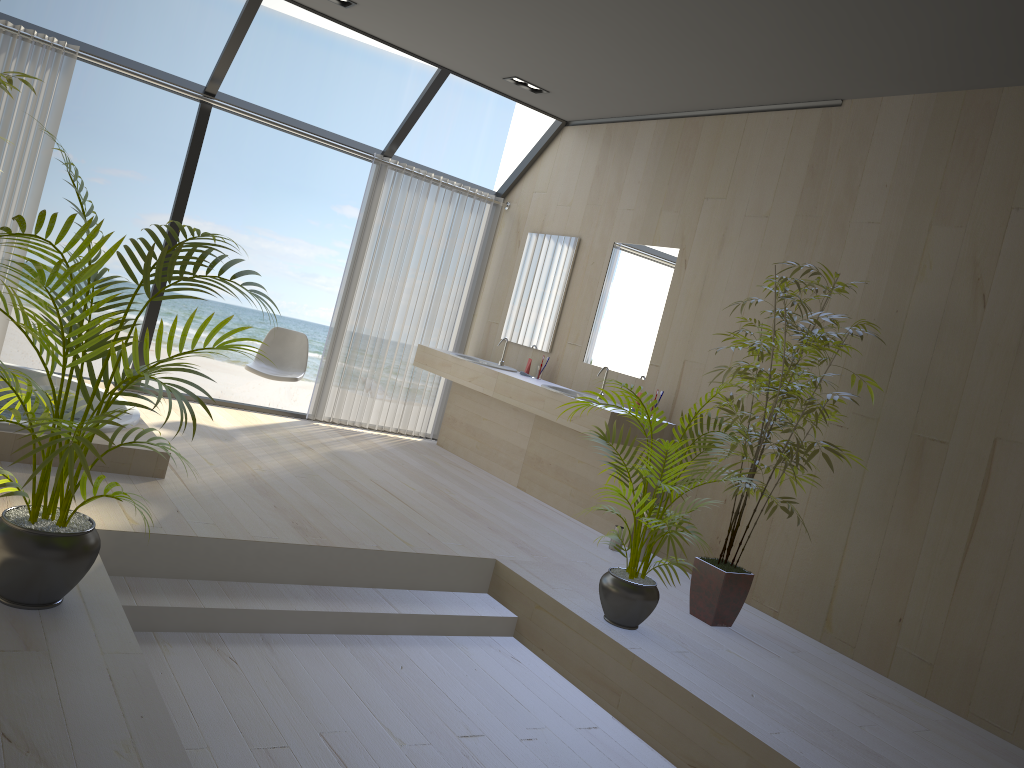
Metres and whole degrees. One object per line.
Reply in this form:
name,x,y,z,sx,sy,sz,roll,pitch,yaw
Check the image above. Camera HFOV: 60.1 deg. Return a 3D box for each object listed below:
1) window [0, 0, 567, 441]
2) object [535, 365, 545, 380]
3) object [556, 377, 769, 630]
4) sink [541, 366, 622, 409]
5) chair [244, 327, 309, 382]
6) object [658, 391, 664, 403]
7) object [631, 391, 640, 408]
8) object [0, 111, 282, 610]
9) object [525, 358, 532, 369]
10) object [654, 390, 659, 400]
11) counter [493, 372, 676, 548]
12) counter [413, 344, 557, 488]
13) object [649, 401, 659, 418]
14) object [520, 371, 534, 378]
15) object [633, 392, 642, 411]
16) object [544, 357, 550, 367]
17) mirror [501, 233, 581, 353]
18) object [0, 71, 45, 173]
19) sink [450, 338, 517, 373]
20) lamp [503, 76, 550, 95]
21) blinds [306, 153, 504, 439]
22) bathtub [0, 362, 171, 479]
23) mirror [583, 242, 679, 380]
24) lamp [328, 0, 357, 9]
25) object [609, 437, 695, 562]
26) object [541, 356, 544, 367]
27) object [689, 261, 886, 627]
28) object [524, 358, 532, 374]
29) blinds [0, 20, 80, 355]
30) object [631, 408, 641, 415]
window,-1.932,-1.213,5.951,4.530,2.812,0.751,13,2,-34
object,0.200,-0.079,6.395,0.058,0.100,0.059,14,1,-28
object,0.561,0.441,3.727,0.916,1.156,0.752,15,1,-1
sink,0.444,0.065,5.634,0.501,0.419,0.578,13,3,-31
chair,-1.610,-0.204,6.154,0.368,0.347,0.456,14,3,-6
object,0.880,0.123,5.399,0.053,0.175,0.012,15,0,-9
object,0.775,0.110,5.558,0.039,0.135,0.039,15,1,7
object,-1.190,-0.032,2.587,0.880,1.344,1.058,16,2,44
object,0.121,-0.128,6.555,0.039,0.135,0.038,15,1,14
object,0.862,0.119,5.367,0.012,0.178,0.050,15,1,4
counter,0.358,0.467,5.692,0.547,0.790,1.215,14,3,-35
counter,-0.296,0.229,6.689,0.547,0.790,1.215,14,3,-35
object,0.854,0.159,5.397,0.058,0.100,0.059,14,1,-24
object,0.107,-0.068,6.361,0.104,0.029,0.032,15,2,6
object,0.772,0.117,5.444,0.039,0.135,0.039,15,1,7
object,0.225,-0.115,6.396,0.053,0.175,0.012,15,0,-9
mirror,0.207,-0.713,6.750,0.023,0.868,0.658,14,1,-35
object,-2.329,-0.566,3.055,0.785,1.755,0.938,14,1,-10
sink,-0.211,-0.173,6.631,0.501,0.419,0.578,13,3,-31
lamp,0.112,-2.136,6.186,0.299,0.112,0.165,12,3,-35
blinds,-0.826,-0.643,7.023,1.175,2.069,0.084,14,1,-34
bathtub,-2.788,0.073,4.311,1.809,0.698,1.660,12,4,-35
mirror,0.791,-0.504,5.908,0.023,0.868,0.658,14,1,-35
lamp,-1.091,-2.393,5.342,0.299,0.112,0.165,12,3,-35
object,0.847,0.648,5.147,0.276,0.748,0.404,15,1,43
object,0.208,-0.119,6.365,0.012,0.178,0.050,15,1,4
object,1.211,0.283,4.180,0.785,1.755,0.938,14,1,-10
object,0.118,-0.121,6.441,0.039,0.135,0.038,15,1,14
blinds,-3.434,-1.201,5.193,1.175,2.069,0.084,14,1,-34
object,0.761,0.170,5.364,0.104,0.029,0.032,15,2,6
